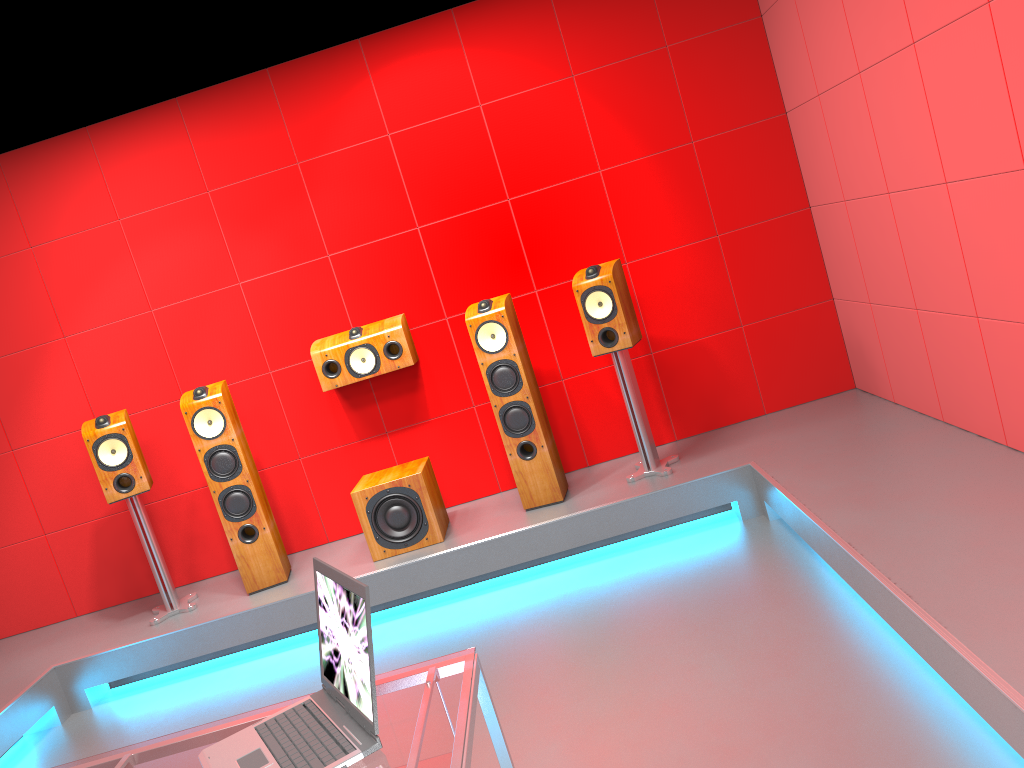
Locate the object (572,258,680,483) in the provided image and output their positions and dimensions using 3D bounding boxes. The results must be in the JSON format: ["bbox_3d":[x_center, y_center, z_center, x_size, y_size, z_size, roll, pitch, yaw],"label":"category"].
[{"bbox_3d":[0.549,-0.072,4.328,0.231,1.058,0.265,-14,8,23],"label":"object"}]

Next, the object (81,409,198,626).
[{"bbox_3d":[-1.873,0.654,4.454,0.231,1.058,0.265,-19,8,-17],"label":"object"}]

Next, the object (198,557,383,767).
[{"bbox_3d":[-0.429,0.545,1.639,0.340,0.285,0.342,-21,8,-27],"label":"object"}]

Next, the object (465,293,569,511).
[{"bbox_3d":[0.024,0.085,4.378,0.203,1.052,0.238,-15,8,13],"label":"object"}]

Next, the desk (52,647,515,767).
[{"bbox_3d":[-0.746,1.150,1.686,1.617,0.690,0.594,-17,8,3],"label":"desk"}]

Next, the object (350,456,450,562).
[{"bbox_3d":[-0.551,0.619,4.434,0.360,0.360,0.360,-17,8,3],"label":"object"}]

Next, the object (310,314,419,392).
[{"bbox_3d":[-0.776,-0.172,4.651,0.493,0.271,0.235,-17,8,3],"label":"object"}]

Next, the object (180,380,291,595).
[{"bbox_3d":[-1.378,0.509,4.429,0.203,1.052,0.238,-18,8,-7],"label":"object"}]
